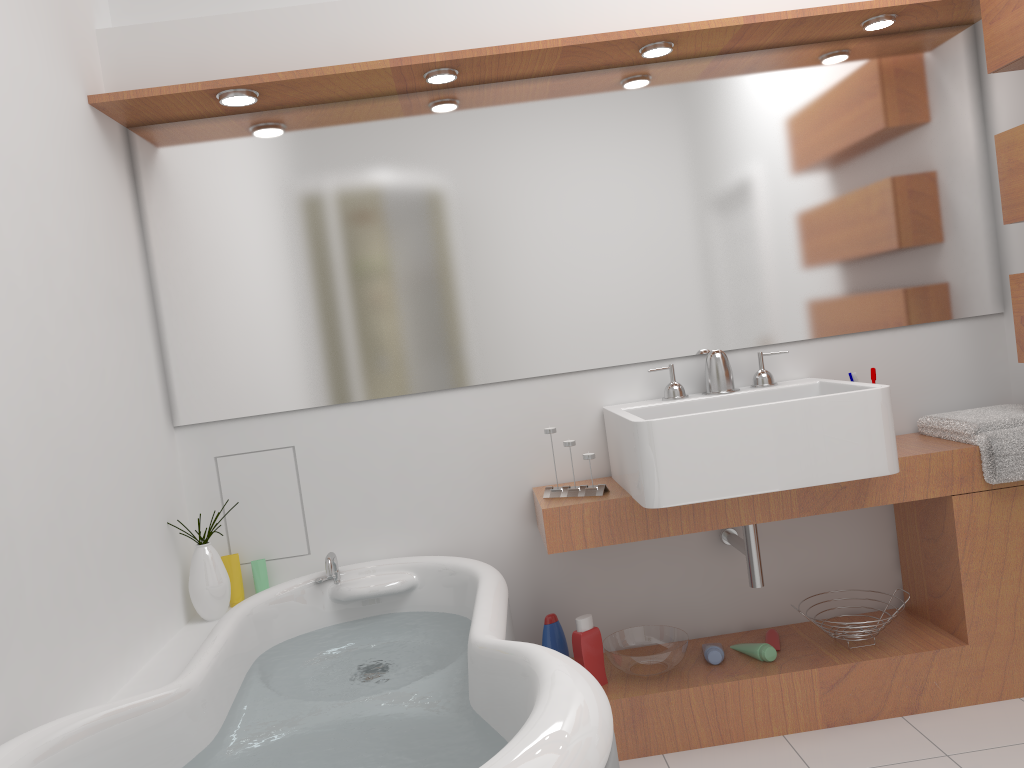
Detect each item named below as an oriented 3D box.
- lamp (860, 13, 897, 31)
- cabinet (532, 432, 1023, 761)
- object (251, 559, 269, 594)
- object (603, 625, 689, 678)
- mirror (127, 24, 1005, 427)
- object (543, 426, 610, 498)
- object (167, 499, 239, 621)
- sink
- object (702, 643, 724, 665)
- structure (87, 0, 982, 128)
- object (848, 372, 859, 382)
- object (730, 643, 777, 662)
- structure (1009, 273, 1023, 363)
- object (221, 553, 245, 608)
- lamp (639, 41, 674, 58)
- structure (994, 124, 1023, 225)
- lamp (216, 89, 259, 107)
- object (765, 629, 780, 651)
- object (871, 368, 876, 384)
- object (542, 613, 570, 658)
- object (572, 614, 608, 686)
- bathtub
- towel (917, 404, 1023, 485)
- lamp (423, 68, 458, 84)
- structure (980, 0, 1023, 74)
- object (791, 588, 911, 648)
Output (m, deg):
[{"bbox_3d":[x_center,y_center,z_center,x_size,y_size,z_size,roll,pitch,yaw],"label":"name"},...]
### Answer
[{"bbox_3d":[1.049,-1.033,2.535,0.098,0.018,0.098,-9,3,-23],"label":"lamp"},{"bbox_3d":[0.821,0.583,2.575,1.635,0.719,0.355,-8,3,-3],"label":"cabinet"},{"bbox_3d":[-0.749,0.591,2.648,0.038,0.133,0.038,-6,3,31],"label":"object"},{"bbox_3d":[0.388,0.780,2.549,0.245,0.090,0.245,-9,3,-31],"label":"object"},{"bbox_3d":[0.196,-0.487,2.680,2.600,0.887,0.022,-8,3,-2],"label":"mirror"},{"bbox_3d":[0.167,0.213,2.487,0.182,0.203,0.059,-6,3,28],"label":"object"},{"bbox_3d":[-0.856,0.512,2.531,0.154,0.326,0.215,-6,3,28],"label":"object"},{"bbox_3d":[0.639,0.243,2.461,0.657,0.673,0.552,-8,3,-2],"label":"sink"},{"bbox_3d":[0.591,0.775,2.609,0.059,0.052,0.187,-7,3,9],"label":"object"},{"bbox_3d":[0.123,-1.035,2.522,2.606,0.240,0.287,-8,3,-2],"label":"structure"},{"bbox_3d":[1.037,0.076,2.603,0.070,0.228,0.016,-6,3,23],"label":"object"},{"bbox_3d":[0.698,0.762,2.575,0.059,0.052,0.187,-9,3,-18],"label":"object"},{"bbox_3d":[1.485,-0.171,2.018,0.165,0.245,0.860,-8,3,-2],"label":"structure"},{"bbox_3d":[-0.830,0.589,2.644,0.047,0.162,0.047,-6,3,24],"label":"object"},{"bbox_3d":[0.409,-0.945,2.506,0.098,0.018,0.098,-7,3,18],"label":"lamp"},{"bbox_3d":[1.434,-0.549,1.998,0.165,0.245,0.860,-8,3,-2],"label":"structure"},{"bbox_3d":[-0.749,-0.783,2.425,0.113,0.021,0.113,-9,3,-31],"label":"lamp"},{"bbox_3d":[0.772,0.762,2.627,0.042,0.037,0.133,-7,3,16],"label":"object"},{"bbox_3d":[1.075,0.068,2.621,0.016,0.231,0.052,-6,4,37],"label":"object"},{"bbox_3d":[0.124,0.768,2.601,0.092,0.190,0.044,-10,4,-35],"label":"object"},{"bbox_3d":[0.215,0.754,2.489,0.079,0.207,0.046,-10,4,-37],"label":"object"},{"bbox_3d":[-0.356,0.815,1.788,1.055,0.674,1.863,-8,3,-2],"label":"bathtub"},{"bbox_3d":[1.405,0.164,2.558,0.272,0.140,0.359,-8,3,-2],"label":"towel"},{"bbox_3d":[-0.198,-0.861,2.480,0.098,0.018,0.098,-7,3,18],"label":"lamp"},{"bbox_3d":[1.379,-0.955,1.977,0.165,0.245,0.860,-8,3,-2],"label":"structure"},{"bbox_3d":[0.983,0.682,2.560,0.291,0.126,0.291,-11,4,-44],"label":"object"}]
